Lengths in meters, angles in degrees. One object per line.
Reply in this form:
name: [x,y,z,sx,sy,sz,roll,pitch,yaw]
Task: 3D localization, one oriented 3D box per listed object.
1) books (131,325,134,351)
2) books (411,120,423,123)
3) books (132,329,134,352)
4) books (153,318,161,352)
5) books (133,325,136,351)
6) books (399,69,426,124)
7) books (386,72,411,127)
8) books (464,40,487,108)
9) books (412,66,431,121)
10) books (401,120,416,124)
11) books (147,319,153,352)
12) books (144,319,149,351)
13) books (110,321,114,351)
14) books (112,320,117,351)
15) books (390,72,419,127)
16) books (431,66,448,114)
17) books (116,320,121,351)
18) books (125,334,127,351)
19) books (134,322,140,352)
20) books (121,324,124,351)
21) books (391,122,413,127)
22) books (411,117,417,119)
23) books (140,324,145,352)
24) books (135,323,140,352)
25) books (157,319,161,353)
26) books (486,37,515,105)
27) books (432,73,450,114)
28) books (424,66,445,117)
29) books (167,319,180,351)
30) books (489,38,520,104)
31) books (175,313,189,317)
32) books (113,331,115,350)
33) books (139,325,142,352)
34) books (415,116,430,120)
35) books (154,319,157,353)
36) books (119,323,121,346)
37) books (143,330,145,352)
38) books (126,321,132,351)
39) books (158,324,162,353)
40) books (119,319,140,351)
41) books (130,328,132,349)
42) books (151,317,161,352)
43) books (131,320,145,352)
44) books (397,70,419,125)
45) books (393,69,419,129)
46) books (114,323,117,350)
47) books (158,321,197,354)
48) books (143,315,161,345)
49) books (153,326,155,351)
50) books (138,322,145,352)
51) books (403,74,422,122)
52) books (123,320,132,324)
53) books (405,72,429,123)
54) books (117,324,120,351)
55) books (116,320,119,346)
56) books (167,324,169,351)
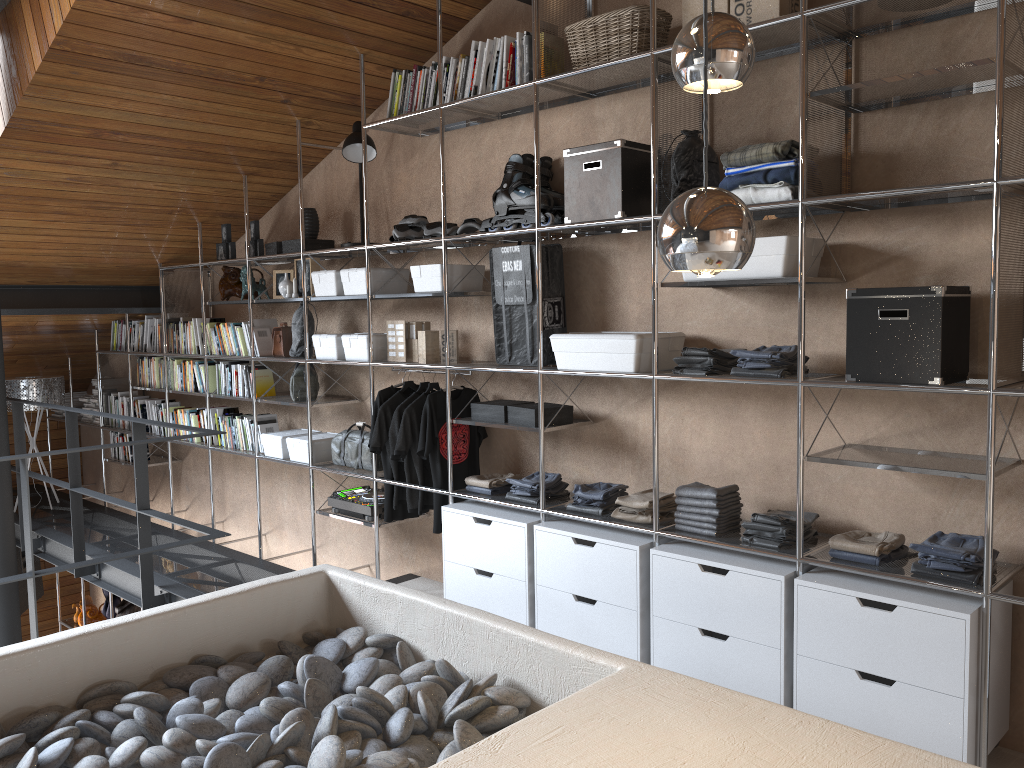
books: [-2.705,-0.335,6.445,0.059,0.194,0.111,3,6,43]
books: [-0.458,-1.363,4.245,0.063,0.201,0.130,3,6,43]
books: [-2.699,-0.324,6.444,0.054,0.173,0.112,3,6,43]
books: [-2.442,-0.350,6.279,0.075,0.244,0.191,3,6,44]
books: [-2.678,-0.335,6.441,0.065,0.189,0.138,3,6,43]
books: [-0.462,-1.376,4.257,0.080,0.228,0.161,3,6,43]
books: [-0.538,-1.381,4.314,0.073,0.229,0.148,3,6,43]
books: [-0.143,-1.375,3.951,0.088,0.264,0.143,3,6,43]
books: [-0.408,-1.372,4.193,0.069,0.226,0.129,3,6,43]
books: [-0.466,-1.379,4.276,0.073,0.229,0.148,3,6,43]
books: [-2.497,-0.347,6.257,0.073,0.229,0.148,3,6,43]
books: [-2.531,-0.348,6.288,0.073,0.229,0.148,3,6,43]
books: [-2.964,-0.369,6.726,0.073,0.229,0.148,3,6,43]
books: [-2.933,-0.369,6.719,0.077,0.229,0.169,3,6,43]
books: [-0.507,-1.380,4.307,0.077,0.229,0.169,3,6,43]
books: [-0.314,-1.349,4.074,0.059,0.194,0.111,3,6,43]
books: [-2.888,-0.365,6.670,0.080,0.228,0.161,3,6,43]
books: [-2.791,-0.328,6.538,0.058,0.169,0.119,3,6,43]
books: [-2.665,-0.344,6.430,0.068,0.213,0.137,3,6,43]
books: [-2.830,-0.345,6.586,0.063,0.197,0.127,3,6,43]
books: [-0.512,-1.382,4.321,0.073,0.229,0.148,3,6,43]
books: [-0.426,-1.367,4.222,0.063,0.211,0.147,4,7,45]
books: [-2.601,-0.334,6.372,0.071,0.201,0.123,3,6,43]
books: [-2.655,-0.339,6.422,0.068,0.202,0.131,3,6,43]
books: [-2.409,-0.339,6.201,0.033,0.234,0.148,3,6,43]
books: [-0.028,-1.364,3.871,0.077,0.249,0.191,3,6,44]
books: [-0.314,-1.338,4.067,0.054,0.174,0.112,3,6,43]
books: [-0.344,-1.356,4.117,0.072,0.204,0.125,3,6,43]
books: [-2.289,-0.330,6.069,0.010,0.231,0.129,3,6,43]
books: [-0.016,-1.361,3.866,0.075,0.244,0.191,3,6,44]
books: [-2.288,-0.350,6.092,0.020,0.268,0.143,3,6,43]
books: [-2.940,-0.349,6.701,0.057,0.178,0.131,3,6,43]
books: [-2.613,-0.331,6.386,0.064,0.194,0.126,3,6,43]
books: [-0.401,-1.360,4.192,0.063,0.201,0.130,3,6,43]
books: [-2.429,-0.339,6.213,0.053,0.233,0.148,3,6,43]
books: [-2.866,-0.353,6.642,0.071,0.208,0.146,3,6,43]
books: [-2.573,-0.339,6.344,0.073,0.218,0.118,3,6,43]
books: [-2.748,-0.352,6.522,0.074,0.220,0.161,3,6,43]
books: [-2.393,-0.321,6.185,0.019,0.199,0.143,3,6,43]
books: [-2.848,-0.366,6.613,0.081,0.233,0.143,3,6,43]
books: [-2.735,-0.325,6.471,0.056,0.171,0.111,3,6,43]
books: [-2.454,-0.352,6.283,0.077,0.249,0.191,3,6,44]
books: [-2.708,-0.351,6.455,0.076,0.227,0.122,3,6,43]
books: [-0.482,-1.379,4.276,0.073,0.229,0.148,3,6,43]
books: [-0.518,-1.394,4.346,0.074,0.249,0.206,3,6,43]
books: [-2.925,-0.361,6.695,0.067,0.202,0.149,3,6,43]
books: [-2.214,-0.316,5.988,0.509,0.216,0.131,3,6,43]
books: [-2.569,-0.364,6.364,0.088,0.264,0.143,3,6,43]
books: [-2.457,-0.320,6.241,0.057,0.178,0.131,3,6,43]
books: [-2.623,-0.342,6.391,0.070,0.215,0.133,3,6,44]
books: [-0.458,-1.361,4.229,0.063,0.202,0.130,3,6,43]
books: [-2.834,-0.361,6.606,0.069,0.226,0.129,3,6,43]
books: [-0.440,-1.364,4.229,0.071,0.208,0.146,3,6,43]
books: [-2.884,-0.350,6.642,0.063,0.202,0.130,3,6,43]
books: [-2.908,-0.367,6.689,0.073,0.229,0.148,3,6,43]
books: [-2.314,-0.320,6.107,0.018,0.206,0.148,3,6,43]
